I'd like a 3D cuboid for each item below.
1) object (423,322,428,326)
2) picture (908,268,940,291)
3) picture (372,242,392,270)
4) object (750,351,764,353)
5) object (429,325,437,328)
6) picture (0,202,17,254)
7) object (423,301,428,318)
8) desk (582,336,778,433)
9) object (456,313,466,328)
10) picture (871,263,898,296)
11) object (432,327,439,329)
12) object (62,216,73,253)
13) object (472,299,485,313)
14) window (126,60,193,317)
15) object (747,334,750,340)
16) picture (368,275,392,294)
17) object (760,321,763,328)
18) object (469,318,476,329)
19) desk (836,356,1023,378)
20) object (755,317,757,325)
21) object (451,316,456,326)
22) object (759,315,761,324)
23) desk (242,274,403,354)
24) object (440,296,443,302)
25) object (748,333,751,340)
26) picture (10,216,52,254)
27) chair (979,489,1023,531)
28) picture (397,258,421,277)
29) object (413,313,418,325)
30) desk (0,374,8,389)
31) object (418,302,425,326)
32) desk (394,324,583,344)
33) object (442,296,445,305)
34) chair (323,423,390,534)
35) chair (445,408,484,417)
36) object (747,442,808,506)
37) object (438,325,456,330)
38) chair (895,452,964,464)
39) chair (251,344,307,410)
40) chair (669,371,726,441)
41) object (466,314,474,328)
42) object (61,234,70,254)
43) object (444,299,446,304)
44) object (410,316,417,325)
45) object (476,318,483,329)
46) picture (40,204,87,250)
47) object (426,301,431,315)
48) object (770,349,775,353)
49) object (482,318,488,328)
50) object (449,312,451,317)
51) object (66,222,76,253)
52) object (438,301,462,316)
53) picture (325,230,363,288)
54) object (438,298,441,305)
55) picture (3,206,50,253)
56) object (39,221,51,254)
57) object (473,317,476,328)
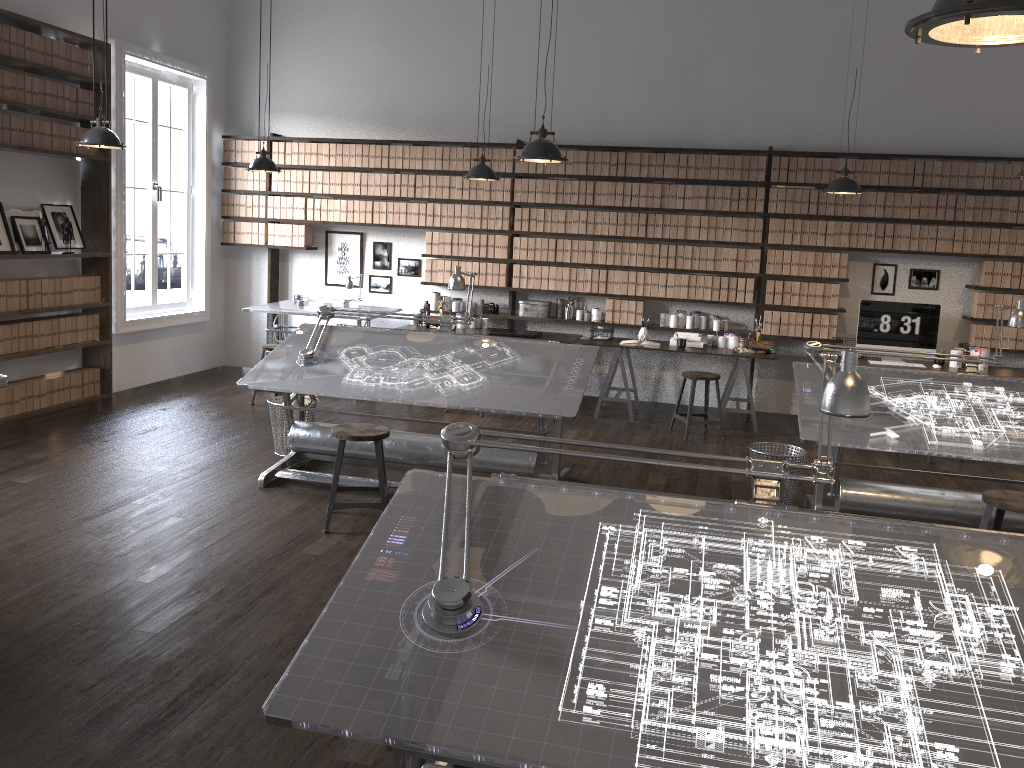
[{"bbox_3d":[-0.834,-0.574,8.514,0.049,0.037,0.049,4,9,9],"label":"object"},{"bbox_3d":[3.692,-0.937,7.937,0.251,0.182,0.023,5,7,13],"label":"picture"},{"bbox_3d":[-1.334,-1.317,9.103,0.201,0.283,0.022,5,7,12],"label":"picture"},{"bbox_3d":[2.141,-0.280,7.735,0.171,0.017,0.011,0,8,-18],"label":"object"},{"bbox_3d":[-0.726,-0.539,8.395,0.011,0.017,0.172,-5,12,-45],"label":"object"},{"bbox_3d":[-3.874,-1.155,6.554,0.149,0.389,0.376,5,9,13],"label":"picture"},{"bbox_3d":[-0.856,-0.692,8.608,0.069,0.236,0.068,4,7,10],"label":"object"},{"bbox_3d":[1.491,-0.009,7.999,1.670,0.665,0.659,5,9,13],"label":"desk"},{"bbox_3d":[-0.489,-0.609,8.536,0.105,0.141,0.104,4,8,5],"label":"object"},{"bbox_3d":[3.367,-0.947,8.016,0.201,0.283,0.022,5,7,12],"label":"picture"},{"bbox_3d":[-0.737,-0.534,8.403,0.005,0.005,0.158,-5,12,-42],"label":"object"},{"bbox_3d":[-3.609,-1.207,7.190,0.040,0.302,0.119,5,8,13],"label":"object"},{"bbox_3d":[-0.312,-0.753,8.761,0.107,0.160,0.237,0,9,-21],"label":"object"},{"bbox_3d":[-3.371,-1.782,8.322,0.153,2.295,1.252,4,8,13],"label":"window"},{"bbox_3d":[2.111,-0.385,7.953,0.040,0.129,0.005,4,7,11],"label":"object"},{"bbox_3d":[-1.359,-1.028,9.140,0.251,0.182,0.023,5,7,13],"label":"picture"},{"bbox_3d":[2.204,-0.477,7.901,0.008,0.185,0.072,-2,9,-34],"label":"object"},{"bbox_3d":[-0.380,-0.583,8.527,0.062,0.094,0.062,-3,10,-37],"label":"object"},{"bbox_3d":[3.571,0.179,7.521,1.670,0.665,0.659,5,9,13],"label":"desk"},{"bbox_3d":[2.187,-0.490,7.906,0.055,0.213,0.007,5,7,20],"label":"object"},{"bbox_3d":[-0.564,-0.595,8.514,0.049,0.111,0.049,4,8,9],"label":"object"},{"bbox_3d":[2.210,-0.499,7.915,0.007,0.227,0.020,10,10,44],"label":"object"},{"bbox_3d":[-1.808,-0.519,8.703,1.270,1.091,1.078,5,9,13],"label":"desk"},{"bbox_3d":[-0.717,-0.814,8.867,0.050,0.139,0.051,4,7,10],"label":"object"},{"bbox_3d":[2.121,-0.384,7.956,0.033,0.147,0.005,4,7,12],"label":"object"},{"bbox_3d":[-3.786,-1.172,6.974,0.127,0.288,0.291,5,9,13],"label":"picture"},{"bbox_3d":[2.316,0.787,4.084,0.373,0.524,0.359,10,10,41],"label":"chair"},{"bbox_3d":[-1.050,-1.190,9.047,0.251,0.182,0.023,5,7,13],"label":"picture"},{"bbox_3d":[-0.938,-0.633,8.627,0.070,0.103,0.069,4,8,8],"label":"object"},{"bbox_3d":[-3.032,0.224,3.811,1.270,1.181,1.178,5,9,13],"label":"desk"},{"bbox_3d":[-0.872,-0.677,8.540,0.069,0.228,0.068,4,7,10],"label":"object"},{"bbox_3d":[-0.224,-0.164,8.394,1.670,0.665,0.659,5,9,13],"label":"desk"},{"bbox_3d":[-0.671,-0.748,8.556,0.007,0.213,0.055,-3,9,-41],"label":"object"},{"bbox_3d":[-0.826,0.504,4.799,0.358,0.524,0.374,2,8,-9],"label":"chair"},{"bbox_3d":[-0.348,-0.007,7.876,0.372,0.524,0.360,6,8,21],"label":"chair"},{"bbox_3d":[1.616,0.582,5.447,0.354,0.375,0.354,9,10,34],"label":"object"},{"bbox_3d":[-0.617,-0.543,8.378,0.198,0.050,0.132,12,13,41],"label":"object"},{"bbox_3d":[3.321,0.332,6.988,0.358,0.524,0.374,0,8,-19],"label":"chair"},{"bbox_3d":[-2.026,-0.072,7.761,0.372,0.524,0.360,6,8,21],"label":"chair"},{"bbox_3d":[1.554,0.177,7.367,0.371,0.524,0.361,1,8,-14],"label":"chair"},{"bbox_3d":[-0.418,-0.616,8.629,0.095,0.127,0.094,5,8,17],"label":"object"},{"bbox_3d":[-3.592,-1.126,7.132,0.040,0.164,0.067,5,8,13],"label":"object"},{"bbox_3d":[-0.664,-0.744,8.570,0.055,0.191,0.006,4,7,12],"label":"object"},{"bbox_3d":[-0.946,-0.620,8.550,0.068,0.104,0.069,5,8,17],"label":"object"},{"bbox_3d":[-0.317,-0.585,8.557,0.062,0.093,0.063,-1,9,-28],"label":"object"},{"bbox_3d":[-3.709,-1.300,7.329,0.161,0.362,0.345,5,9,13],"label":"picture"},{"bbox_3d":[-0.837,-0.702,8.690,0.069,0.228,0.068,4,7,10],"label":"object"},{"bbox_3d":[2.293,-0.291,7.794,0.049,0.037,0.049,5,9,16],"label":"object"},{"bbox_3d":[-0.260,-0.589,8.593,0.062,0.094,0.062,-1,9,-28],"label":"object"},{"bbox_3d":[-0.591,-0.629,8.574,0.040,0.129,0.005,5,7,15],"label":"object"},{"bbox_3d":[-3.621,-1.200,7.266,0.040,0.260,0.111,5,8,13],"label":"object"},{"bbox_3d":[-0.598,-0.730,8.684,0.077,0.145,0.346,8,11,35],"label":"object"},{"bbox_3d":[-1.745,-1.295,9.193,0.415,0.571,0.040,5,7,13],"label":"picture"},{"bbox_3d":[-0.684,-0.739,8.571,0.071,0.185,0.008,5,7,14],"label":"object"},{"bbox_3d":[-3.828,-1.208,6.967,0.095,0.359,0.436,5,9,13],"label":"picture"},{"bbox_3d":[-3.660,-1.145,6.946,0.040,0.258,0.124,5,8,13],"label":"object"},{"bbox_3d":[-0.366,-0.593,8.587,0.045,0.100,0.044,5,8,13],"label":"object"}]
